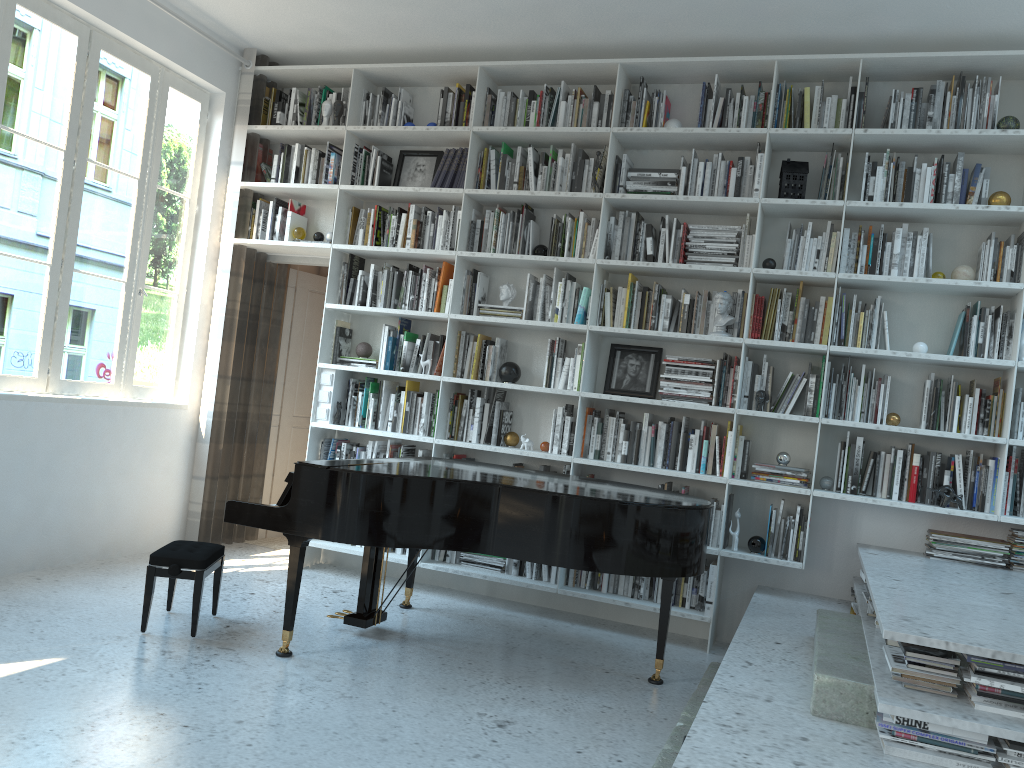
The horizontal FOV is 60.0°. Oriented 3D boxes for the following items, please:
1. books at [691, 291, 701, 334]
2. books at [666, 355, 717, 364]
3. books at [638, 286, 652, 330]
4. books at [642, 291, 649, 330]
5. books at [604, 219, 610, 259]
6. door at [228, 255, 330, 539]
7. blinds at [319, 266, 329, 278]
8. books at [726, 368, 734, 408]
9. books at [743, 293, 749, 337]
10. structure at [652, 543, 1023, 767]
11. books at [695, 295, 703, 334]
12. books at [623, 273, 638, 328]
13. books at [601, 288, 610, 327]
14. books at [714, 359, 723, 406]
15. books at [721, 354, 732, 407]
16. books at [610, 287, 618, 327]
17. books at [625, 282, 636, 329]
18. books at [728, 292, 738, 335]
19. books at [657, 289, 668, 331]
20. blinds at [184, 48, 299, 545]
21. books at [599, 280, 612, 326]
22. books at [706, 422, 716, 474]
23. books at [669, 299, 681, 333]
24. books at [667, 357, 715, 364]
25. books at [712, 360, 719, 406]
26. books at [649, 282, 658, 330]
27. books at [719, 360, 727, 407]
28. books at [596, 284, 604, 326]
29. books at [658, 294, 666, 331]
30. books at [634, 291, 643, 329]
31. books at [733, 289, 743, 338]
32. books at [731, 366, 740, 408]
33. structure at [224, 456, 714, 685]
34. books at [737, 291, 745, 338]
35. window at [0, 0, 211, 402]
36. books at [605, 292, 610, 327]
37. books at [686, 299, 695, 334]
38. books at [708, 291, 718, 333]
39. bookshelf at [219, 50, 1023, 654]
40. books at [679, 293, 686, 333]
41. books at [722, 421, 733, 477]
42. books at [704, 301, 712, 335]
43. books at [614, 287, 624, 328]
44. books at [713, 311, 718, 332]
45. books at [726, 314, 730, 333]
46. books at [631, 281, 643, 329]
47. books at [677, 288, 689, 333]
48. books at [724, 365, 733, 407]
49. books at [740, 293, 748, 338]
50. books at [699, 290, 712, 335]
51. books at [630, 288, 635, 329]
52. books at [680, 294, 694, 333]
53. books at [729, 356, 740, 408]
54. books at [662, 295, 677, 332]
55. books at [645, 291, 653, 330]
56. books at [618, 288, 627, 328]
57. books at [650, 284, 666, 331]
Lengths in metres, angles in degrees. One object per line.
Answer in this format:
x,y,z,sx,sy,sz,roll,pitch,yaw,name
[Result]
1.016,-0.377,4.877,0.012,0.245,0.186,7,-1,20,books
0.991,-0.135,4.896,0.254,0.012,0.161,6,-1,24,books
0.754,-0.412,5.014,0.028,0.259,0.134,7,-1,20,books
0.764,-0.395,4.988,0.012,0.228,0.169,7,-1,20,books
0.563,-0.801,5.092,0.012,0.254,0.161,7,-1,20,books
-1.366,0.156,6.307,0.833,1.980,0.787,6,-1,20,door
-1.360,-0.456,7.139,0.140,3.230,0.776,7,-1,20,blinds
1.195,0.027,4.828,0.021,0.217,0.132,7,-1,20,books
1.283,-0.356,4.821,0.023,0.264,0.107,7,-1,20,books
2.068,1.156,2.938,2.898,0.659,3.114,6,-1,20,structure
1.044,-0.365,4.905,0.025,0.230,0.143,7,-1,20,books
0.668,-0.451,5.001,0.014,0.317,0.188,7,-1,20,books
0.542,-0.423,5.088,0.011,0.235,0.142,7,-1,20,books
1.133,-0.001,4.835,0.011,0.260,0.184,7,-1,20,books
1.171,-0.011,4.833,0.011,0.288,0.152,7,-1,20,books
0.585,-0.422,5.058,0.042,0.242,0.162,7,-1,20,books
0.678,-0.425,4.995,0.015,0.266,0.189,7,-1,20,books
1.207,-0.362,4.834,0.025,0.259,0.130,7,-1,20,books
0.842,-0.398,4.975,0.011,0.251,0.130,7,-1,20,books
-1.752,-0.529,6.029,0.140,3.230,0.776,7,-1,20,blinds
0.535,-0.447,5.093,0.010,0.282,0.140,7,-1,20,books
1.089,0.351,4.854,0.010,0.284,0.132,7,-1,20,books
0.919,-0.363,4.946,0.050,0.199,0.146,7,-1,20,books
0.990,-0.123,4.898,0.254,0.012,0.161,6,-1,17,books
1.123,0.001,4.841,0.012,0.254,0.161,7,-1,20,books
0.803,-0.419,4.976,0.013,0.283,0.177,7,-1,20,books
1.158,0.004,4.837,0.013,0.256,0.163,7,-1,20,books
0.520,-0.435,5.088,0.012,0.254,0.161,7,-1,20,books
0.853,-0.380,4.956,0.024,0.216,0.175,7,-1,20,books
0.726,-0.399,5.017,0.024,0.228,0.147,7,-1,20,books
1.235,-0.369,4.836,0.025,0.279,0.108,7,-1,20,books
1.222,0.024,4.789,0.034,0.229,0.199,7,-1,20,books
-0.117,0.830,4.053,1.917,0.832,1.335,6,-1,20,structure
1.247,-0.361,4.814,0.014,0.266,0.154,7,-1,20,books
-2.356,-0.927,4.731,0.073,2.009,1.984,7,-1,20,window
0.562,-0.408,5.053,0.053,0.208,0.156,7,-1,20,books
0.998,-0.356,4.893,0.029,0.200,0.178,7,-1,20,books
1.109,-0.373,4.873,0.024,0.259,0.126,7,-1,20,books
1.048,-0.160,4.815,6.294,3.142,0.330,6,-1,20,bookshelf
0.957,-0.377,4.918,0.010,0.234,0.175,7,-1,20,books
1.171,0.351,4.816,0.011,0.300,0.149,7,-1,20,books
1.087,-0.349,4.886,0.022,0.206,0.114,7,-1,20,books
0.621,-0.421,5.055,0.026,0.248,0.139,7,-1,20,books
1.132,-0.341,4.861,0.035,0.201,0.149,7,-1,20,books
1.190,-0.355,4.859,0.021,0.242,0.103,7,-1,20,books
0.705,-0.428,5.001,0.010,0.281,0.170,7,-1,20,books
0.949,-0.390,4.926,0.014,0.258,0.161,7,-1,20,books
1.181,0.018,4.835,0.013,0.232,0.134,7,-1,20,books
1.264,-0.356,4.821,0.014,0.261,0.137,7,-1,20,books
1.063,-0.378,4.879,0.025,0.258,0.150,7,-1,20,books
0.700,-0.410,5.022,0.010,0.244,0.149,7,-1,20,books
0.971,-0.371,4.901,0.029,0.224,0.185,7,-1,20,books
1.207,-0.003,4.806,0.011,0.279,0.186,7,-1,20,books
0.878,-0.376,4.948,0.030,0.215,0.168,7,-1,20,books
0.785,-0.397,4.989,0.025,0.236,0.137,7,-1,20,books
0.644,-0.414,5.040,0.029,0.240,0.155,7,-1,20,books
0.816,-0.410,4.956,0.027,0.267,0.190,7,-1,20,books
